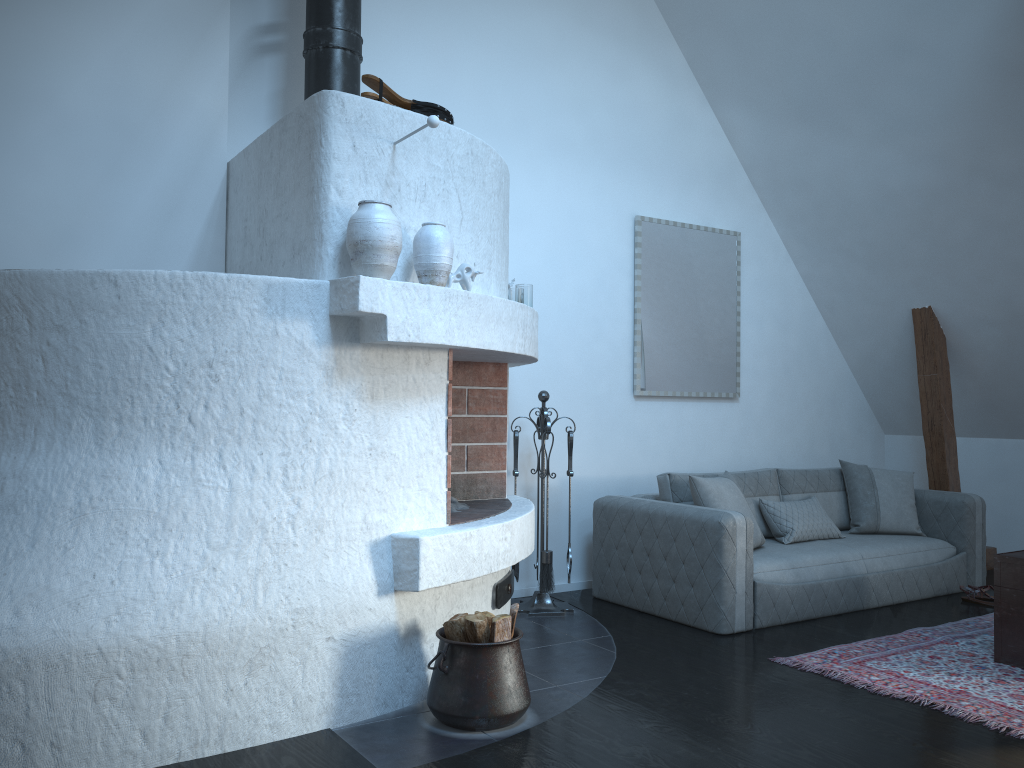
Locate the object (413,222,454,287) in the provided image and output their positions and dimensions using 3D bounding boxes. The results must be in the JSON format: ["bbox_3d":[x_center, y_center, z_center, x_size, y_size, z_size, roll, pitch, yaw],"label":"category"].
[{"bbox_3d":[-0.304,-0.479,3.416,0.158,0.274,0.158,0,-2,6],"label":"object"}]

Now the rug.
[{"bbox_3d":[2.670,1.269,4.112,2.647,0.029,1.512,2,-2,-32],"label":"rug"}]

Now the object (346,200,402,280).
[{"bbox_3d":[-0.504,-0.505,3.248,0.203,0.314,0.203,-1,-2,41],"label":"object"}]

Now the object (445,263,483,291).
[{"bbox_3d":[-0.193,-0.428,3.563,0.161,0.114,0.064,2,-2,-30],"label":"object"}]

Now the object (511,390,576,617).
[{"bbox_3d":[0.175,0.658,5.047,0.376,1.245,0.376,-1,-2,37],"label":"object"}]

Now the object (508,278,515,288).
[{"bbox_3d":[-0.024,-0.459,4.950,0.081,0.258,0.150,1,-2,1],"label":"object"}]

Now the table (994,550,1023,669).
[{"bbox_3d":[2.709,1.029,4.116,0.962,0.492,0.471,2,-2,-33],"label":"table"}]

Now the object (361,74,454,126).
[{"bbox_3d":[-0.394,-1.124,3.751,0.311,0.094,0.783,-1,-2,43],"label":"object"}]

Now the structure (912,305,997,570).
[{"bbox_3d":[6.539,0.274,1.306,1.023,1.963,12.350,2,-2,-33],"label":"structure"}]

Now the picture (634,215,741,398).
[{"bbox_3d":[1.219,-0.507,6.086,0.965,1.185,0.025,2,-2,-33],"label":"picture"}]

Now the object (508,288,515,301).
[{"bbox_3d":[0.018,-0.425,4.805,0.092,0.180,0.092,1,-2,-10],"label":"object"}]

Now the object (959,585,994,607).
[{"bbox_3d":[2.804,1.263,5.273,0.101,0.090,0.277,2,-2,-44],"label":"object"}]

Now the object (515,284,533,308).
[{"bbox_3d":[0.063,-0.429,4.649,0.092,0.180,0.092,1,-2,-5],"label":"object"}]

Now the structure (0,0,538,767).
[{"bbox_3d":[-1.330,-1.099,4.373,3.058,4.752,3.049,1,-2,-24],"label":"structure"}]

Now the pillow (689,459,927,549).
[{"bbox_3d":[1.854,0.746,5.498,2.075,0.515,0.444,2,-2,-33],"label":"pillow"}]

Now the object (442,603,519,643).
[{"bbox_3d":[-0.122,0.989,3.252,0.240,0.370,0.270,2,-2,-33],"label":"object"}]

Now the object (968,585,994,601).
[{"bbox_3d":[2.919,1.268,5.386,0.277,0.090,0.101,0,-2,14],"label":"object"}]

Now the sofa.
[{"bbox_3d":[1.783,0.924,5.564,2.458,0.770,1.107,2,-2,-33],"label":"sofa"}]

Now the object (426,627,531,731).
[{"bbox_3d":[-0.122,1.073,3.272,0.384,0.313,0.384,1,-2,-6],"label":"object"}]
